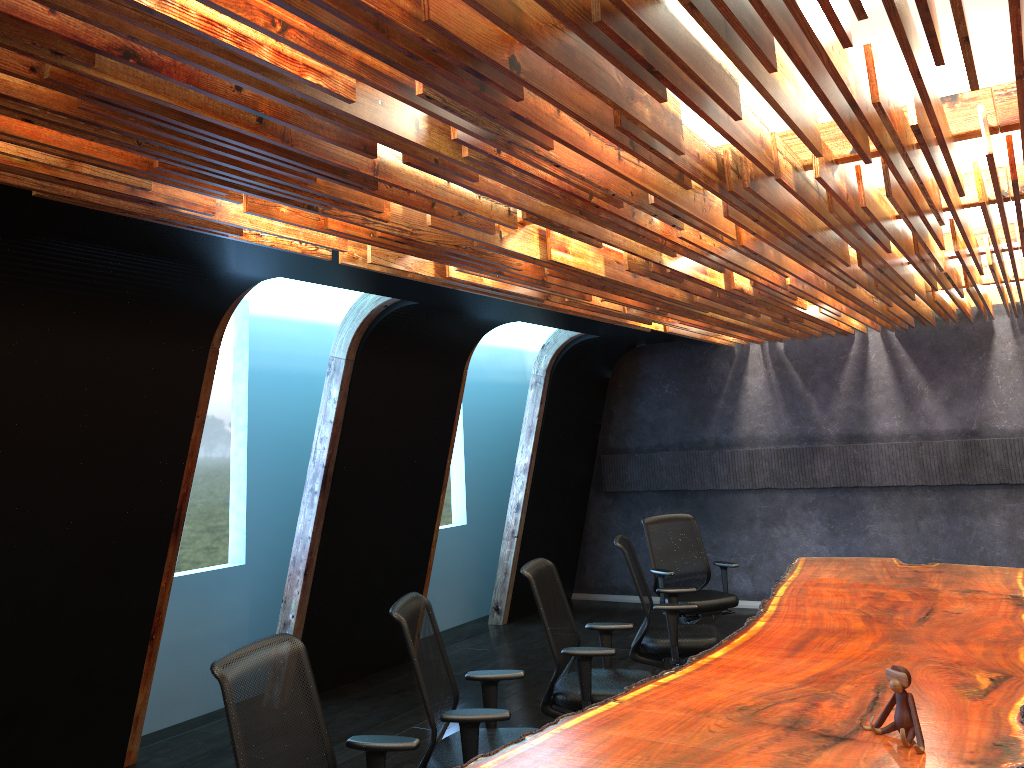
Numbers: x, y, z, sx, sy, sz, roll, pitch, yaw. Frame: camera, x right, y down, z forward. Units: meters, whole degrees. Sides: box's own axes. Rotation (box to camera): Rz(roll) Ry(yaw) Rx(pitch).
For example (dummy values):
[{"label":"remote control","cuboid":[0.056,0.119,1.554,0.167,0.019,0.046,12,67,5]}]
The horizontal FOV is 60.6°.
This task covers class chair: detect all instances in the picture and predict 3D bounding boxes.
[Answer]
[{"label":"chair","cuboid":[-0.110,1.607,3.990,0.795,1.263,0.797,-4,-10,5]},{"label":"chair","cuboid":[1.584,1.775,7.539,0.817,1.263,0.777,2,-11,-24]},{"label":"chair","cuboid":[-0.586,1.565,3.068,0.793,1.263,0.800,-6,-10,15]},{"label":"chair","cuboid":[0.515,1.648,5.011,0.793,1.263,0.800,-6,-10,15]},{"label":"chair","cuboid":[1.168,1.697,6.157,0.795,1.263,0.798,-5,-10,10]}]

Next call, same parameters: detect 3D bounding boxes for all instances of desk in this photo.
[{"label":"desk","cuboid":[1.728,1.752,4.438,2.018,0.832,6.603,-6,-5,31]}]

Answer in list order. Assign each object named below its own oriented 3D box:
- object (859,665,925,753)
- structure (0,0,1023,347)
[{"label":"object","cuboid":[1.378,1.140,3.140,0.128,0.250,0.300,0,-8,-16]},{"label":"structure","cuboid":[1.569,0.486,4.196,4.487,3.048,11.374,-7,-6,31]}]
